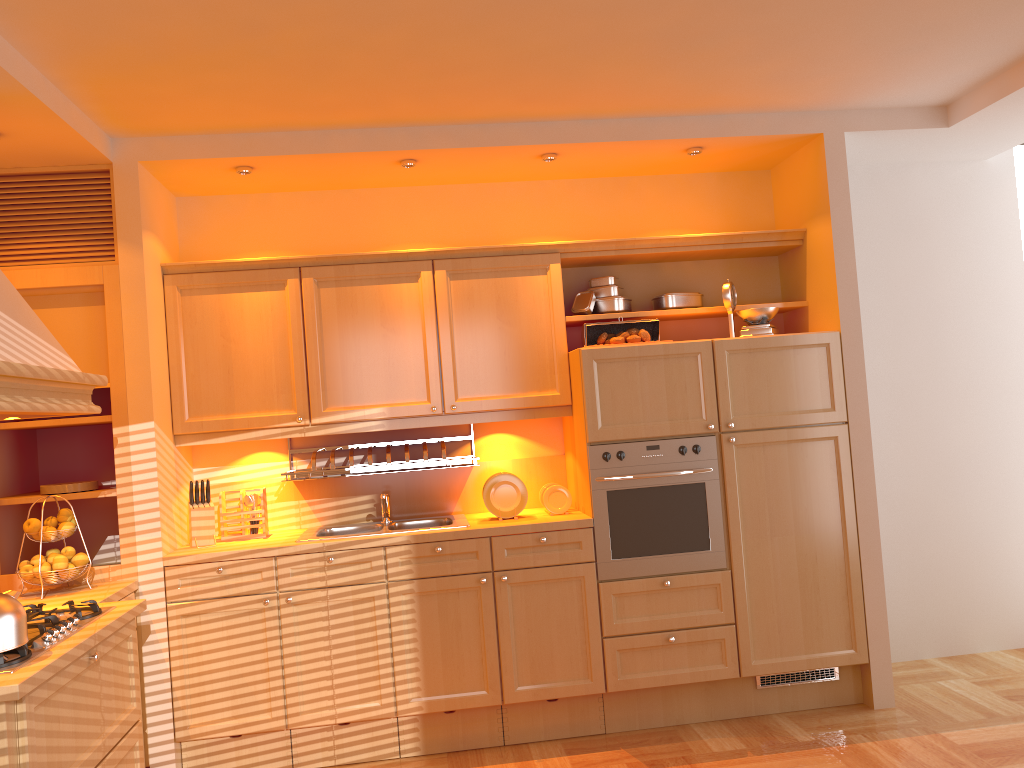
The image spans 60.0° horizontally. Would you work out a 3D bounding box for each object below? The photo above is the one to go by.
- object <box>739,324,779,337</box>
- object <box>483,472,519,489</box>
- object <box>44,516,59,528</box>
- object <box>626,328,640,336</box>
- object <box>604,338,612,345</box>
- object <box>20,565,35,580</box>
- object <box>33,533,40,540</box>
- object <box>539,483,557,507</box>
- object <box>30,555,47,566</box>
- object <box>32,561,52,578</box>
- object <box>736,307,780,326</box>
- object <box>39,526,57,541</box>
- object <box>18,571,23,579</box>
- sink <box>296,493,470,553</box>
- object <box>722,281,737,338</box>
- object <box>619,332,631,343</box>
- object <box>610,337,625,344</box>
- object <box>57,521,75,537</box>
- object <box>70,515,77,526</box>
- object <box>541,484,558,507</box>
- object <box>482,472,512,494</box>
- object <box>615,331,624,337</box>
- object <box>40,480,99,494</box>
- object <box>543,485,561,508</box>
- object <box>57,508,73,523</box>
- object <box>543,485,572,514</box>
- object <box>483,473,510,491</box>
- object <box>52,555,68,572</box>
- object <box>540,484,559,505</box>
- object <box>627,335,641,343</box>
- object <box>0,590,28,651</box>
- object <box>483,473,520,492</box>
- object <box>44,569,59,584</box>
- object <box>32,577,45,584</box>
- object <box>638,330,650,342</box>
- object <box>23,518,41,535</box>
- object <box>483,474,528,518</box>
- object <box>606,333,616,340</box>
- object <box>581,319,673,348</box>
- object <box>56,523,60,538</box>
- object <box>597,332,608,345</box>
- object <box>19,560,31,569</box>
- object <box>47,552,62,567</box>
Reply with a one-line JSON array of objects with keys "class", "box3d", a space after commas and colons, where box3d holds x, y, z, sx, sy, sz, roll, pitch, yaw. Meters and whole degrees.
[{"class": "object", "box3d": [1.147, -0.242, 4.113, 0.156, 0.053, 0.179, -5, -2, 28]}, {"class": "object", "box3d": [-0.034, 0.513, 4.127, 0.205, 0.200, 0.049, -4, -2, -5]}, {"class": "object", "box3d": [-1.798, 0.542, 3.460, 0.051, 0.051, 0.050, -5, -2, 18]}, {"class": "object", "box3d": [0.562, -0.239, 4.100, 0.063, 0.047, 0.061, -6, -2, 41]}, {"class": "object", "box3d": [0.457, -0.194, 4.089, 0.067, 0.035, 0.068, -6, -2, 34]}, {"class": "object", "box3d": [-1.838, 0.714, 3.368, 0.056, 0.057, 0.053, -3, -2, -30]}, {"class": "object", "box3d": [-1.834, 0.579, 3.447, 0.051, 0.056, 0.057, -6, -3, 43]}, {"class": "object", "box3d": [0.195, 0.537, 4.232, 0.133, 0.129, 0.037, -4, -2, -4]}, {"class": "object", "box3d": [-1.811, 0.682, 3.394, 0.056, 0.058, 0.055, -5, -2, 29]}, {"class": "object", "box3d": [-1.775, 0.702, 3.349, 0.063, 0.063, 0.063, -5, -2, 5]}, {"class": "object", "box3d": [1.143, -0.306, 4.115, 0.199, 0.075, 0.199, -3, -2, -38]}, {"class": "object", "box3d": [-1.786, 0.576, 3.414, 0.064, 0.058, 0.063, -3, -2, -40]}, {"class": "object", "box3d": [-1.871, 0.725, 3.407, 0.046, 0.045, 0.046, -3, -2, -35]}, {"class": "sink", "box3d": [-0.574, 0.663, 4.033, 0.746, 0.336, 0.465, -4, -2, -7]}, {"class": "object", "box3d": [1.031, -0.346, 4.173, 0.039, 0.271, 0.134, -5, -2, 28]}, {"class": "object", "box3d": [0.516, -0.210, 4.076, 0.065, 0.056, 0.056, -4, -2, -22]}, {"class": "object", "box3d": [0.478, -0.197, 4.027, 0.066, 0.034, 0.069, -5, -2, 12]}, {"class": "object", "box3d": [-1.739, 0.566, 3.459, 0.063, 0.063, 0.064, -5, -2, 10]}, {"class": "object", "box3d": [-1.753, 0.546, 3.512, 0.057, 0.060, 0.058, -5, -2, 15]}, {"class": "object", "box3d": [0.202, 0.534, 4.150, 0.133, 0.129, 0.037, -4, -2, -6]}, {"class": "object", "box3d": [-0.036, 0.514, 4.155, 0.205, 0.200, 0.049, -4, -2, -5]}, {"class": "object", "box3d": [0.513, -0.212, 4.126, 0.066, 0.063, 0.061, -4, -2, 1]}, {"class": "object", "box3d": [-1.874, 0.440, 3.758, 0.222, 0.039, 0.222, -5, -2, 11]}, {"class": "object", "box3d": [0.207, 0.532, 4.095, 0.133, 0.129, 0.037, -4, -2, -6]}, {"class": "object", "box3d": [-1.750, 0.516, 3.471, 0.058, 0.059, 0.055, -6, -2, 40]}, {"class": "object", "box3d": [0.210, 0.530, 4.067, 0.133, 0.129, 0.037, -4, -2, -6]}, {"class": "object", "box3d": [-0.033, 0.512, 4.099, 0.205, 0.200, 0.049, -4, -2, -5]}, {"class": "object", "box3d": [-1.713, 0.681, 3.363, 0.056, 0.063, 0.065, -3, -2, -31]}, {"class": "object", "box3d": [0.200, 0.535, 4.177, 0.133, 0.129, 0.037, -4, -2, -6]}, {"class": "object", "box3d": [0.554, -0.204, 4.031, 0.065, 0.036, 0.062, -5, -2, 6]}, {"class": "object", "box3d": [-1.429, 0.592, 2.355, 0.242, 0.215, 0.251, -4, -2, -19]}, {"class": "object", "box3d": [-0.031, 0.511, 4.071, 0.205, 0.200, 0.049, -4, -2, -5]}, {"class": "object", "box3d": [-1.765, 0.738, 3.397, 0.052, 0.056, 0.057, -3, -3, -44]}, {"class": "object", "box3d": [-1.817, 0.746, 3.405, 0.047, 0.043, 0.046, -6, -3, 44]}, {"class": "object", "box3d": [0.607, -0.218, 4.053, 0.066, 0.064, 0.045, -2, -3, -45]}, {"class": "object", "box3d": [-1.838, 0.547, 3.400, 0.063, 0.064, 0.061, -4, -2, 3]}, {"class": "object", "box3d": [-0.029, 0.510, 4.043, 0.205, 0.200, 0.049, -4, -2, -5]}, {"class": "object", "box3d": [0.462, -0.207, 4.142, 0.069, 0.061, 0.037, -4, -2, -23]}, {"class": "object", "box3d": [0.508, -0.229, 4.104, 0.400, 0.123, 0.280, -4, -2, -6]}, {"class": "object", "box3d": [-1.792, 0.578, 3.491, 0.058, 0.059, 0.058, -5, -2, 25]}, {"class": "object", "box3d": [0.418, -0.205, 4.095, 0.055, 0.064, 0.069, -4, -2, -2]}, {"class": "object", "box3d": [-1.890, 0.709, 3.445, 0.044, 0.047, 0.046, -5, -2, 14]}, {"class": "object", "box3d": [-1.750, 0.677, 3.405, 0.063, 0.061, 0.063, -3, -2, -33]}]
